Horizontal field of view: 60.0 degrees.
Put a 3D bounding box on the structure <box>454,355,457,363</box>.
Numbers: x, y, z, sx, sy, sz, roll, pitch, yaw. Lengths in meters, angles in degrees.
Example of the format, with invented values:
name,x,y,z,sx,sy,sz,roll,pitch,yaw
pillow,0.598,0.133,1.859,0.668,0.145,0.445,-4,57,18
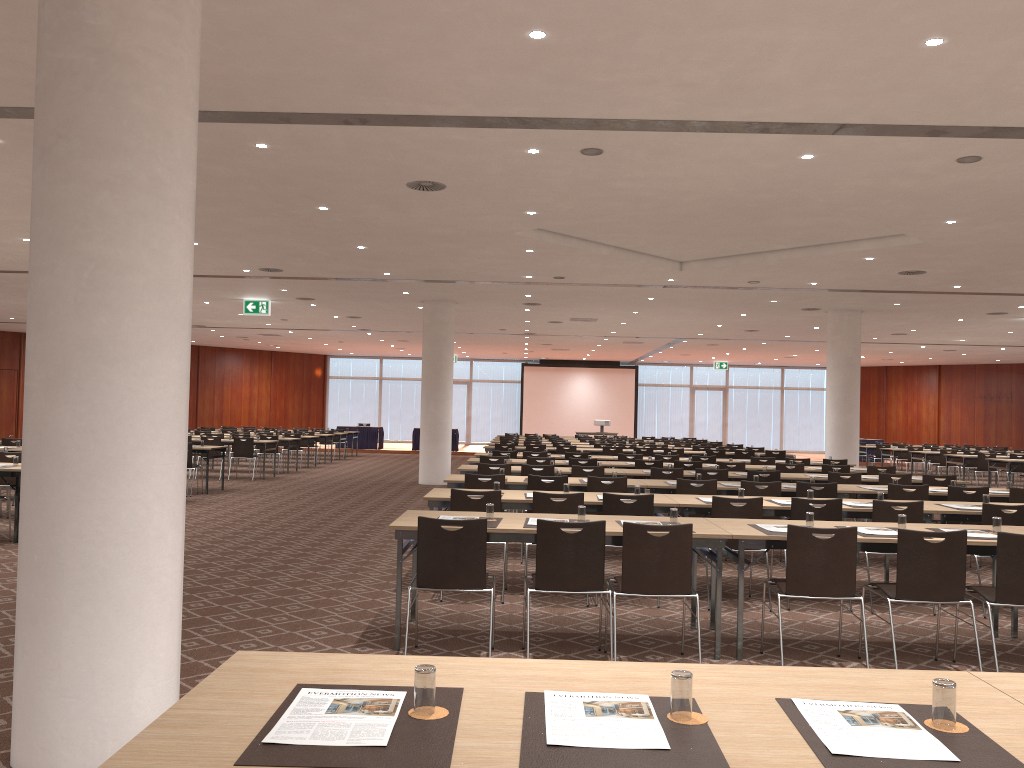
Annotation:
name,x,y,z,sx,sy,sz,roll,pitch,yaw
structure,-2.637,-1.059,37.858,0.587,0.346,0.105,1,-1,1

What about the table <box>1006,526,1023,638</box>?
name,x,y,z,sx,sy,sz,roll,pitch,yaw
table,4.852,1.507,6.257,2.267,0.833,0.953,1,-2,1

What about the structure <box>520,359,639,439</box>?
name,x,y,z,sx,sy,sz,roll,pitch,yaw
structure,2.955,0.706,39.188,5.158,3.525,0.395,1,-1,1

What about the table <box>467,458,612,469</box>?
name,x,y,z,sx,sy,sz,roll,pitch,yaw
table,0.421,1.661,14.318,2.267,0.833,0.953,1,-2,1

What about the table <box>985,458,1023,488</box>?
name,x,y,z,sx,sy,sz,roll,pitch,yaw
table,11.869,2.119,19.656,2.267,0.833,0.953,1,-2,1

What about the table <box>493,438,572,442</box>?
name,x,y,z,sx,sy,sz,roll,pitch,yaw
table,0.576,2.042,25.814,2.267,0.833,0.953,1,-2,1

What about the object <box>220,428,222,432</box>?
name,x,y,z,sx,sy,sz,roll,pitch,yaw
object,-8.506,1.343,25.905,0.054,0.114,0.054,2,-2,-33

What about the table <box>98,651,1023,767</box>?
name,x,y,z,sx,sy,sz,roll,pitch,yaw
table,0.259,1.263,2.279,2.267,0.833,0.953,1,-2,1

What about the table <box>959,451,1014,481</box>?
name,x,y,z,sx,sy,sz,roll,pitch,yaw
table,14.219,2.373,25.622,2.267,0.833,0.953,1,-2,1

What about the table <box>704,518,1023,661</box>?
name,x,y,z,sx,sy,sz,roll,pitch,yaw
table,2.583,1.452,6.289,2.267,0.833,0.953,1,-2,1

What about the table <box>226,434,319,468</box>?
name,x,y,z,sx,sy,sz,roll,pitch,yaw
table,-6.445,1.806,23.913,2.267,0.833,0.953,1,-2,1

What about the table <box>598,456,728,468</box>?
name,x,y,z,sx,sy,sz,roll,pitch,yaw
table,2.717,1.783,16.285,2.267,0.833,0.953,1,-2,1

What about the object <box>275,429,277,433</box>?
name,x,y,z,sx,sy,sz,roll,pitch,yaw
object,-6.897,1.382,25.887,0.054,0.114,0.054,2,-1,-10

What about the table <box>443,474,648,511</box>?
name,x,y,z,sx,sy,sz,roll,pitch,yaw
table,0.367,1.529,10.319,2.267,0.833,0.953,1,-2,1

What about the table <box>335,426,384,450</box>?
name,x,y,z,sx,sy,sz,roll,pitch,yaw
table,-5.689,2.004,33.126,1.712,0.832,1.042,1,-2,1

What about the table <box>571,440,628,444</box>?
name,x,y,z,sx,sy,sz,roll,pitch,yaw
table,2.845,2.097,25.782,2.267,0.833,0.953,1,-2,1

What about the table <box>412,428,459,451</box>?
name,x,y,z,sx,sy,sz,roll,pitch,yaw
table,-2.846,2.073,33.086,1.712,0.832,1.042,1,-2,1

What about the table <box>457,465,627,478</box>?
name,x,y,z,sx,sy,sz,roll,pitch,yaw
table,0.394,1.595,12.319,2.267,0.833,0.953,1,-2,1

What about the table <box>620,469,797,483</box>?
name,x,y,z,sx,sy,sz,roll,pitch,yaw
table,2.663,1.650,12.287,2.267,0.833,0.953,1,-2,1

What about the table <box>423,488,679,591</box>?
name,x,y,z,sx,sy,sz,roll,pitch,yaw
table,0.340,1.463,8.320,2.267,0.833,0.953,1,-2,1

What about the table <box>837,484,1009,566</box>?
name,x,y,z,sx,sy,sz,roll,pitch,yaw
table,4.906,1.639,10.256,2.267,0.833,0.953,1,-2,1

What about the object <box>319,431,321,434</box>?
name,x,y,z,sx,sy,sz,roll,pitch,yaw
object,-5.590,1.414,25.867,0.054,0.114,0.054,2,-1,-10

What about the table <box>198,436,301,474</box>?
name,x,y,z,sx,sy,sz,roll,pitch,yaw
table,-6.472,1.740,21.913,2.267,0.833,0.953,1,-2,1

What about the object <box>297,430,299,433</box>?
name,x,y,z,sx,sy,sz,roll,pitch,yaw
object,-6.247,1.398,25.868,0.054,0.114,0.054,2,-1,-10

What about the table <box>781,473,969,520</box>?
name,x,y,z,sx,sy,sz,roll,pitch,yaw
table,4.933,1.705,12.255,2.267,0.833,0.953,1,-2,1

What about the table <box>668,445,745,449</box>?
name,x,y,z,sx,sy,sz,roll,pitch,yaw
table,5.088,2.086,23.751,2.267,0.833,0.953,1,-2,1

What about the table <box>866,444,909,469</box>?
name,x,y,z,sx,sy,sz,roll,pitch,yaw
table,12.003,2.450,29.653,2.267,0.833,0.953,1,-2,1

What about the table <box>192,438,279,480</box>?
name,x,y,z,sx,sy,sz,roll,pitch,yaw
table,-6.499,1.674,19.914,2.267,0.833,0.953,1,-2,1

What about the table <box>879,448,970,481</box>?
name,x,y,z,sx,sy,sz,roll,pitch,yaw
table,11.950,2.318,25.654,2.267,0.833,0.953,1,-2,1

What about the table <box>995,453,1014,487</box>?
name,x,y,z,sx,sy,sz,roll,pitch,yaw
table,14.192,2.306,23.623,2.267,0.833,0.953,1,-2,1

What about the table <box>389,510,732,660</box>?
name,x,y,z,sx,sy,sz,roll,pitch,yaw
table,0.314,1.397,6.321,2.267,0.833,0.953,1,-2,1

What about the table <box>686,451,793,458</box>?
name,x,y,z,sx,sy,sz,roll,pitch,yaw
table,5.034,1.953,19.752,2.267,0.833,0.953,1,-2,1

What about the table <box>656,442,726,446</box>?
name,x,y,z,sx,sy,sz,roll,pitch,yaw
table,5.114,2.152,25.750,2.267,0.833,0.953,1,-2,1

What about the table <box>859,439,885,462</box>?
name,x,y,z,sx,sy,sz,roll,pitch,yaw
table,12.818,2.453,32.866,1.712,0.832,1.042,1,-2,1

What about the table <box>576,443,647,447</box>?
name,x,y,z,sx,sy,sz,roll,pitch,yaw
table,2.818,2.031,23.783,2.267,0.833,0.953,1,-2,1

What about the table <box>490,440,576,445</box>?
name,x,y,z,sx,sy,sz,roll,pitch,yaw
table,0.549,1.976,23.815,2.267,0.833,0.953,1,-2,1

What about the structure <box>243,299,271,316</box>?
name,x,y,z,sx,sy,sz,roll,pitch,yaw
structure,-5.738,-1.721,19.965,0.587,0.346,0.105,1,-1,1

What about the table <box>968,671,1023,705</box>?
name,x,y,z,sx,sy,sz,roll,pitch,yaw
table,2.528,1.318,2.247,2.267,0.833,0.953,1,-2,1

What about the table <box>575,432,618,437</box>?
name,x,y,z,sx,sy,sz,roll,pitch,yaw
table,3.134,2.219,33.018,1.539,0.832,0.953,1,-2,1

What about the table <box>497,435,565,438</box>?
name,x,y,z,sx,sy,sz,roll,pitch,yaw
table,0.630,2.174,29.813,2.267,0.833,0.953,1,-2,1

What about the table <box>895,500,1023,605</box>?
name,x,y,z,sx,sy,sz,roll,pitch,yaw
table,4.879,1.573,8.256,2.267,0.833,0.953,1,-2,1

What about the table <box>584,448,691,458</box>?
name,x,y,z,sx,sy,sz,roll,pitch,yaw
table,2.765,1.898,19.784,2.267,0.833,0.953,1,-2,1

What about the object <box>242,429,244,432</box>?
name,x,y,z,sx,sy,sz,roll,pitch,yaw
object,-7.866,1.359,25.897,0.054,0.114,0.054,2,-2,-33

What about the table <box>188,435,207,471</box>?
name,x,y,z,sx,sy,sz,roll,pitch,yaw
table,-8.741,1.685,21.945,2.267,0.833,0.953,1,-2,1

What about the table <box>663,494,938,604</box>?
name,x,y,z,sx,sy,sz,roll,pitch,yaw
table,2.610,1.518,8.288,2.267,0.833,0.953,1,-2,1

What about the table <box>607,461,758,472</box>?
name,x,y,z,sx,sy,sz,roll,pitch,yaw
table,2.690,1.717,14.286,2.267,0.833,0.953,1,-2,1

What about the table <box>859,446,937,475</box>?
name,x,y,z,sx,sy,sz,roll,pitch,yaw
table,11.976,2.384,27.654,2.267,0.833,0.953,1,-2,1

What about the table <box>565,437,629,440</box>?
name,x,y,z,sx,sy,sz,roll,pitch,yaw
table,2.899,2.229,29.781,2.267,0.833,0.953,1,-2,1

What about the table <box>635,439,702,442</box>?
name,x,y,z,sx,sy,sz,roll,pitch,yaw
table,5.168,2.284,29.749,2.267,0.833,0.953,1,-2,1

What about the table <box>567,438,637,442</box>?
name,x,y,z,sx,sy,sz,roll,pitch,yaw
table,2.872,2.163,27.781,2.267,0.833,0.953,1,-2,1

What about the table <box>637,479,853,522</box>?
name,x,y,z,sx,sy,sz,roll,pitch,yaw
table,2.637,1.584,10.287,2.267,0.833,0.953,1,-2,1

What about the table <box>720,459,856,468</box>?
name,x,y,z,sx,sy,sz,roll,pitch,yaw
table,4.986,1.838,16.254,2.267,0.833,0.953,1,-2,1

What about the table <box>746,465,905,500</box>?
name,x,y,z,sx,sy,sz,roll,pitch,yaw
table,4.960,1.772,14.254,2.267,0.833,0.953,1,-2,1

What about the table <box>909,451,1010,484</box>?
name,x,y,z,sx,sy,sz,roll,pitch,yaw
table,11.923,2.251,23.655,2.267,0.833,0.953,1,-2,1

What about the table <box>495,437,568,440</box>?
name,x,y,z,sx,sy,sz,roll,pitch,yaw
table,0.603,2.108,27.813,2.267,0.833,0.953,1,-2,1

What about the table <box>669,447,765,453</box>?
name,x,y,z,sx,sy,sz,roll,pitch,yaw
table,5.061,2.019,21.752,2.267,0.833,0.953,1,-2,1

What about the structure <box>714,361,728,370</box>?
name,x,y,z,sx,sy,sz,roll,pitch,yaw
structure,8.875,-0.779,37.696,0.587,0.346,0.105,1,-1,1

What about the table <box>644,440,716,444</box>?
name,x,y,z,sx,sy,sz,roll,pitch,yaw
table,5.141,2.218,27.750,2.267,0.833,0.953,1,-2,1

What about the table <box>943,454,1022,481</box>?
name,x,y,z,sx,sy,sz,roll,pitch,yaw
table,11.896,2.185,21.656,2.267,0.833,0.953,1,-2,1
